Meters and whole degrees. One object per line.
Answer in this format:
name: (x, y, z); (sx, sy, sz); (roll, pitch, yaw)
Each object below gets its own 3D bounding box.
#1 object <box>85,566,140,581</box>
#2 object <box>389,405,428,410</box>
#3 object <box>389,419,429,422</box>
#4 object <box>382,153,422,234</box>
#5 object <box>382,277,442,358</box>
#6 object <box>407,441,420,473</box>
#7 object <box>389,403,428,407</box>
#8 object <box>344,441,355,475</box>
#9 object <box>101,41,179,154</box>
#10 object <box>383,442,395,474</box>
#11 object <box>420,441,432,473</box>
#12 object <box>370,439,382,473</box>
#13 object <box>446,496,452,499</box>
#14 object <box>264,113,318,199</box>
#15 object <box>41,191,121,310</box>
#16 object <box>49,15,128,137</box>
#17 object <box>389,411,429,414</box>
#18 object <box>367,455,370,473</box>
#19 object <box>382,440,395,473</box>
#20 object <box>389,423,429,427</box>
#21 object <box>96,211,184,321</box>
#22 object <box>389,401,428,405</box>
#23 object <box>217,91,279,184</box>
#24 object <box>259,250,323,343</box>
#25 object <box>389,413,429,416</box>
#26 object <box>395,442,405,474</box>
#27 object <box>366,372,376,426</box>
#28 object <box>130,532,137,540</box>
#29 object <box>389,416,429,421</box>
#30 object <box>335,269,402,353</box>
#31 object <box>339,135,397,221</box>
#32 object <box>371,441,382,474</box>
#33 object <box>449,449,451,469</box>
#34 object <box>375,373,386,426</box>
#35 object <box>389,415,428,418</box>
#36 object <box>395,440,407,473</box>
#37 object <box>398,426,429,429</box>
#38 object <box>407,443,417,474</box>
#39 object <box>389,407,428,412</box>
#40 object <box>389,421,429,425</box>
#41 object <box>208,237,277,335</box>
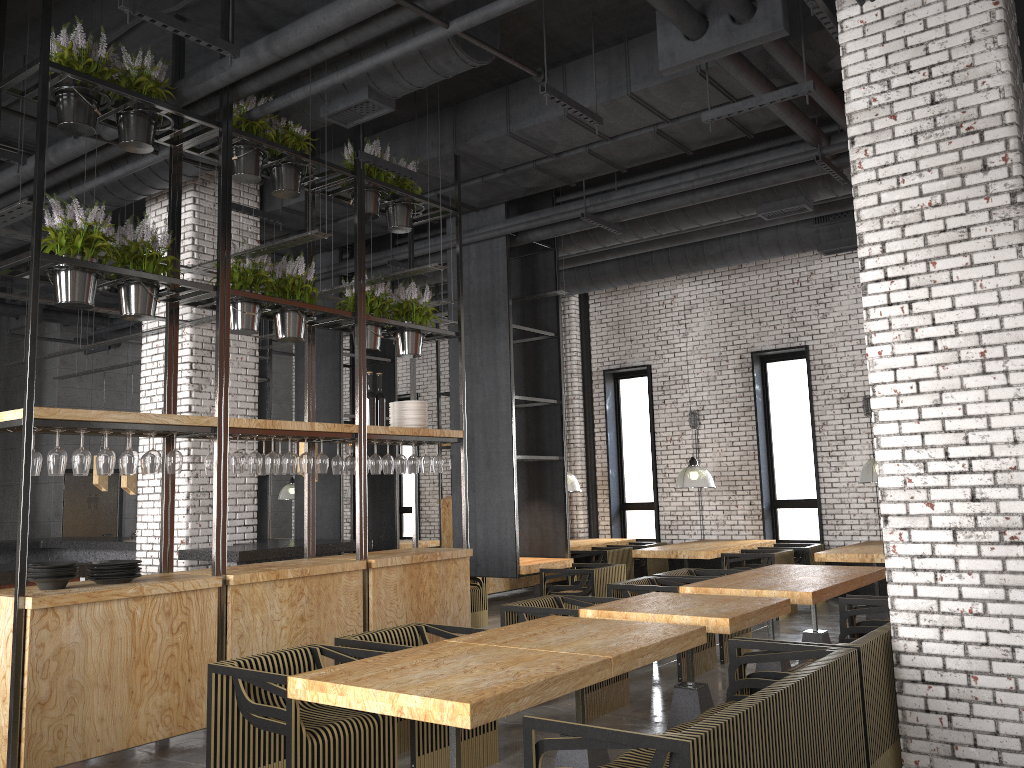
object: (-2.958, 1.885, 6.535); (0.399, 1.038, 0.396); (1, -8, -18)
object: (-0.879, 0.214, 7.546); (0.334, 0.044, 0.334); (-3, -7, 7)
object: (-0.874, 0.326, 7.529); (0.335, 0.040, 0.334); (-2, -7, 0)
object: (-0.995, -1.624, 7.791); (0.416, 0.560, 0.466); (2, -9, -29)
object: (-0.885, -0.513, 7.635); (0.416, 0.560, 0.466); (-6, -9, 30)
object: (-0.807, 0.595, 7.267); (0.101, 0.268, 0.100); (-2, -8, 0)
object: (-0.878, 0.195, 7.548); (0.334, 0.039, 0.334); (-3, -7, 11)
object: (-1.295, 0.589, 7.090); (0.101, 0.268, 0.100); (1, -8, -17)
object: (-2.456, -1.818, 5.812); (0.467, 0.560, 0.415); (-4, -8, 15)
object: (-1.036, 0.622, 7.435); (0.101, 0.268, 0.100); (-2, -8, 0)
object: (-0.719, 0.606, 7.384); (0.101, 0.268, 0.100); (-2, -8, 0)
object: (-1.066, 0.561, 6.922); (0.101, 0.268, 0.100); (1, -8, -17)
object: (-0.626, 1.565, 12.273); (0.411, 0.050, 0.411); (-7, -8, 35)
object: (-1.731, -1.722, 6.791); (0.467, 0.560, 0.415); (-6, -9, 30)
object: (-2.609, -0.741, 5.312); (0.467, 0.560, 0.415); (0, -8, -13)
object: (-2.702, -1.846, 5.514); (0.416, 0.560, 0.466); (-5, -8, 24)
object: (-0.877, 0.253, 7.539); (0.334, 0.043, 0.334); (-4, -7, 20)
object: (-1.142, 0.551, 6.820); (0.101, 0.268, 0.100); (1, -8, -17)
object: (-0.983, 0.572, 7.032); (0.101, 0.268, 0.100); (-2, -8, 0)
object: (-0.874, 0.365, 7.525); (0.334, 0.046, 0.334); (-4, -7, 17)
object: (-2.410, -0.699, 5.712); (0.416, 0.560, 0.466); (-4, -8, 13)
object: (-0.879, 0.176, 7.551); (0.334, 0.039, 0.334); (-3, -7, 10)
object: (-1.925, -1.757, 6.448); (0.416, 0.560, 0.466); (3, -9, -34)
object: (-1.678, -0.604, 6.683); (0.416, 0.560, 0.466); (-2, -8, 4)
object: (-0.876, 0.272, 7.537); (0.334, 0.039, 0.334); (-8, -10, 44)
object: (-0.948, 0.634, 7.553); (0.101, 0.268, 0.100); (-2, -8, 0)
object: (-1.151, 0.137, 7.189); (0.098, 0.472, 0.098); (-2, -8, -1)
object: (-4.240, 1.735, 10.097); (0.177, 0.091, 0.090); (-3, -8, 11)
object: (-0.875, 0.307, 7.533); (0.334, 0.039, 0.334); (-2, -7, 3)
object: (-1.198, -0.544, 7.302); (0.415, 0.560, 0.467); (-9, -11, 44)
object: (-1.208, -1.665, 7.397); (0.416, 0.560, 0.466); (-3, -8, 10)
object: (-1.124, 0.611, 7.318); (0.101, 0.268, 0.100); (-2, -8, 0)
object: (-0.816, 1.038, 12.250); (0.101, 0.268, 0.100); (1, -8, -17)
object: (-1.087, 0.145, 7.275); (0.098, 0.472, 0.098); (-2, -8, -1)
object: (-0.875, 0.288, 7.535); (0.334, 0.040, 0.334); (2, -8, -31)
object: (-0.895, 0.583, 7.149); (0.101, 0.268, 0.100); (-2, -8, 0)
object: (-0.872, 0.385, 7.522); (0.334, 0.033, 0.334); (-9, -10, 44)
object: (-0.860, 0.645, 7.670); (0.101, 0.268, 0.100); (-2, -8, 0)
object: (-0.878, 0.234, 7.543); (0.334, 0.041, 0.334); (-2, -7, 6)
object: (-0.873, 0.346, 7.527); (0.334, 0.037, 0.334); (-2, -7, 3)
object: (-1.916, -0.641, 6.319); (0.467, 0.560, 0.415); (0, -8, -14)
